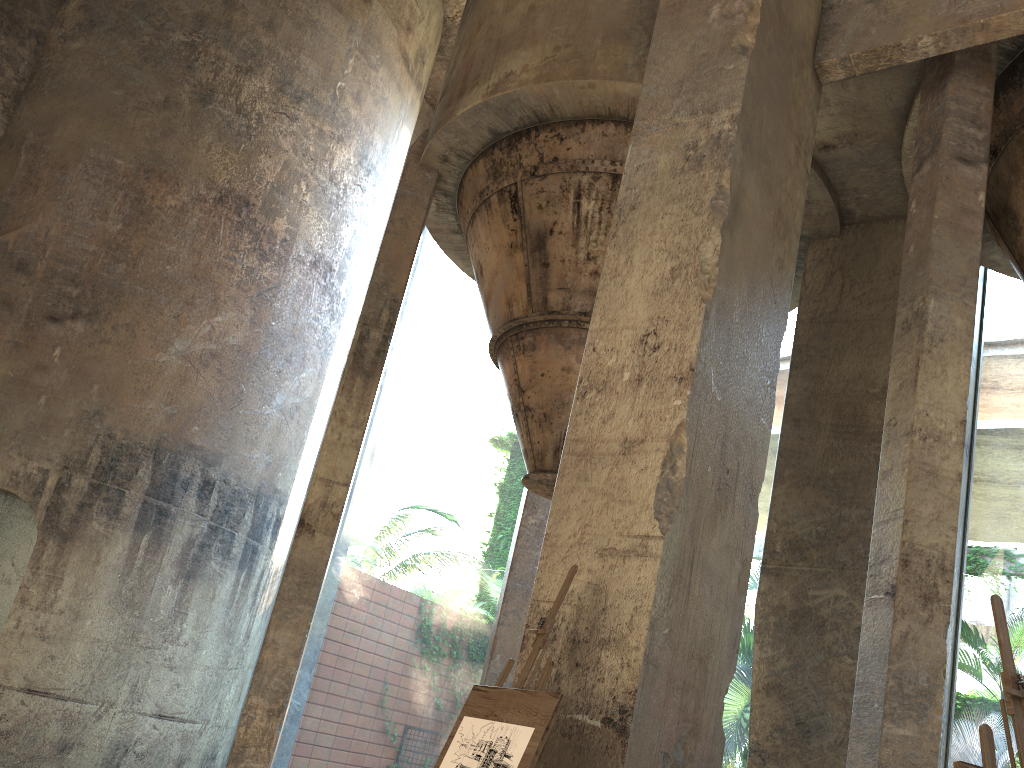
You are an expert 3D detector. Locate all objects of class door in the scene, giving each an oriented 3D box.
[{"bbox_3d":[-5.194,2.244,8.211,0.909,2.534,0.114,17,-16,-10],"label":"door"}]

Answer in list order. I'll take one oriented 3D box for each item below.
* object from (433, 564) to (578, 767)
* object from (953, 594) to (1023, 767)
[{"bbox_3d":[-0.143,1.649,3.374,0.698,2.067,0.714,21,-19,-25],"label":"object"},{"bbox_3d":[1.455,1.589,2.363,0.712,2.067,0.700,19,-18,-19],"label":"object"}]
